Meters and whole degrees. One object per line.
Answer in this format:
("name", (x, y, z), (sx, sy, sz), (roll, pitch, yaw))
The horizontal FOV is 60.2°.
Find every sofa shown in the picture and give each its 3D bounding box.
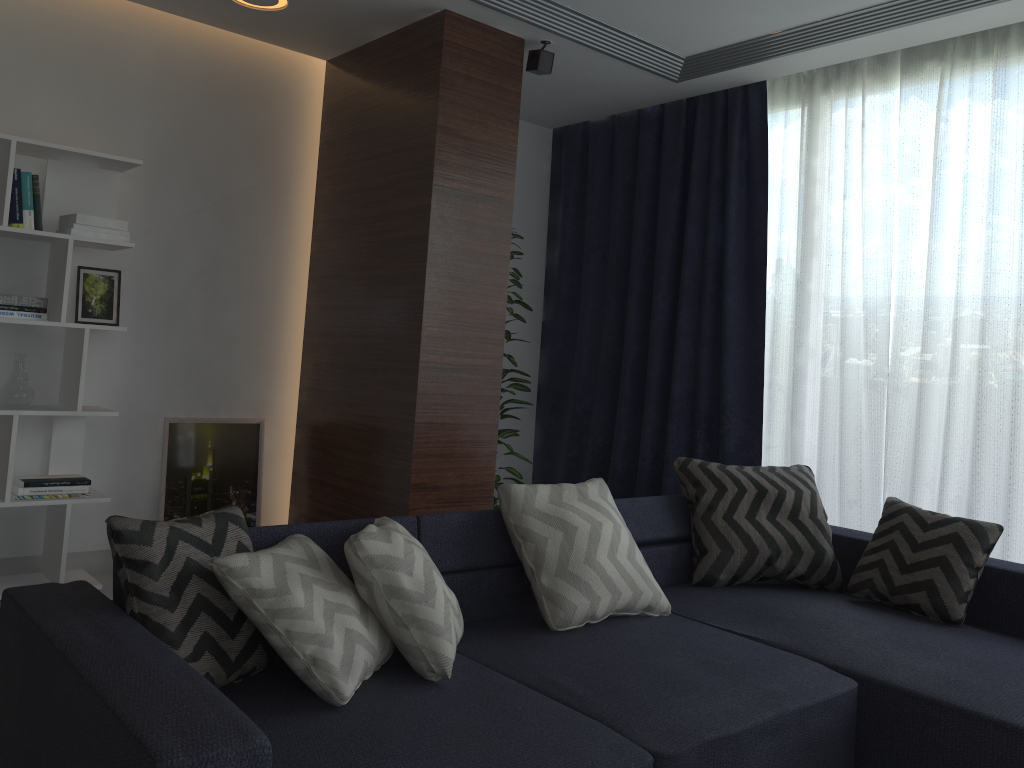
("sofa", (0.557, 0.750, 2.152), (2.861, 0.610, 1.902), (3, 1, -40))

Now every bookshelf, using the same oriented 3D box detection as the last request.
("bookshelf", (-2.177, -0.077, 3.473), (1.145, 1.828, 0.300), (6, -4, -40))

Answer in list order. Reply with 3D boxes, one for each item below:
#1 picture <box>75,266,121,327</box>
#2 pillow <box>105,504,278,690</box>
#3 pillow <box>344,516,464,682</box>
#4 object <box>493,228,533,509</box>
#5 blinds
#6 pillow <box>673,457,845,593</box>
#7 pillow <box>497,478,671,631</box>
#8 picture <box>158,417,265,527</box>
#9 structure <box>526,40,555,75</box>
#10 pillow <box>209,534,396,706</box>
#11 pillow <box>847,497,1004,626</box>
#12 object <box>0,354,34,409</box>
("picture", (-1.840, -0.389, 3.930), (0.181, 0.257, 0.059), (6, -4, -40))
("pillow", (-0.690, 0.473, 1.968), (0.222, 0.387, 0.413), (3, -1, 20))
("pillow", (-0.260, 0.523, 2.240), (0.280, 0.352, 0.417), (4, -1, 3))
("object", (-0.095, 0.021, 4.651), (0.504, 1.854, 0.480), (3, -3, 18))
("blinds", (0.406, -0.323, 1.290), (5.777, 2.783, 7.146), (4, 1, -37))
("pillow", (0.921, 0.564, 3.330), (0.597, 0.521, 0.354), (4, -2, -10))
("pillow", (0.218, 0.513, 2.730), (0.493, 0.390, 0.343), (4, -1, -40))
("picture", (-1.441, 0.516, 4.257), (0.498, 0.702, 0.083), (5, -4, -40))
("structure", (0.133, -1.513, 4.113), (0.084, 0.143, 0.114), (6, -2, -36))
("pillow", (-0.458, 0.523, 2.036), (0.330, 0.295, 0.414), (4, 0, 12))
("pillow", (1.397, 0.594, 3.014), (0.285, 0.346, 0.415), (5, -1, -36))
("object", (-2.001, -0.012, 3.573), (0.132, 0.220, 0.132), (5, -3, -35))
